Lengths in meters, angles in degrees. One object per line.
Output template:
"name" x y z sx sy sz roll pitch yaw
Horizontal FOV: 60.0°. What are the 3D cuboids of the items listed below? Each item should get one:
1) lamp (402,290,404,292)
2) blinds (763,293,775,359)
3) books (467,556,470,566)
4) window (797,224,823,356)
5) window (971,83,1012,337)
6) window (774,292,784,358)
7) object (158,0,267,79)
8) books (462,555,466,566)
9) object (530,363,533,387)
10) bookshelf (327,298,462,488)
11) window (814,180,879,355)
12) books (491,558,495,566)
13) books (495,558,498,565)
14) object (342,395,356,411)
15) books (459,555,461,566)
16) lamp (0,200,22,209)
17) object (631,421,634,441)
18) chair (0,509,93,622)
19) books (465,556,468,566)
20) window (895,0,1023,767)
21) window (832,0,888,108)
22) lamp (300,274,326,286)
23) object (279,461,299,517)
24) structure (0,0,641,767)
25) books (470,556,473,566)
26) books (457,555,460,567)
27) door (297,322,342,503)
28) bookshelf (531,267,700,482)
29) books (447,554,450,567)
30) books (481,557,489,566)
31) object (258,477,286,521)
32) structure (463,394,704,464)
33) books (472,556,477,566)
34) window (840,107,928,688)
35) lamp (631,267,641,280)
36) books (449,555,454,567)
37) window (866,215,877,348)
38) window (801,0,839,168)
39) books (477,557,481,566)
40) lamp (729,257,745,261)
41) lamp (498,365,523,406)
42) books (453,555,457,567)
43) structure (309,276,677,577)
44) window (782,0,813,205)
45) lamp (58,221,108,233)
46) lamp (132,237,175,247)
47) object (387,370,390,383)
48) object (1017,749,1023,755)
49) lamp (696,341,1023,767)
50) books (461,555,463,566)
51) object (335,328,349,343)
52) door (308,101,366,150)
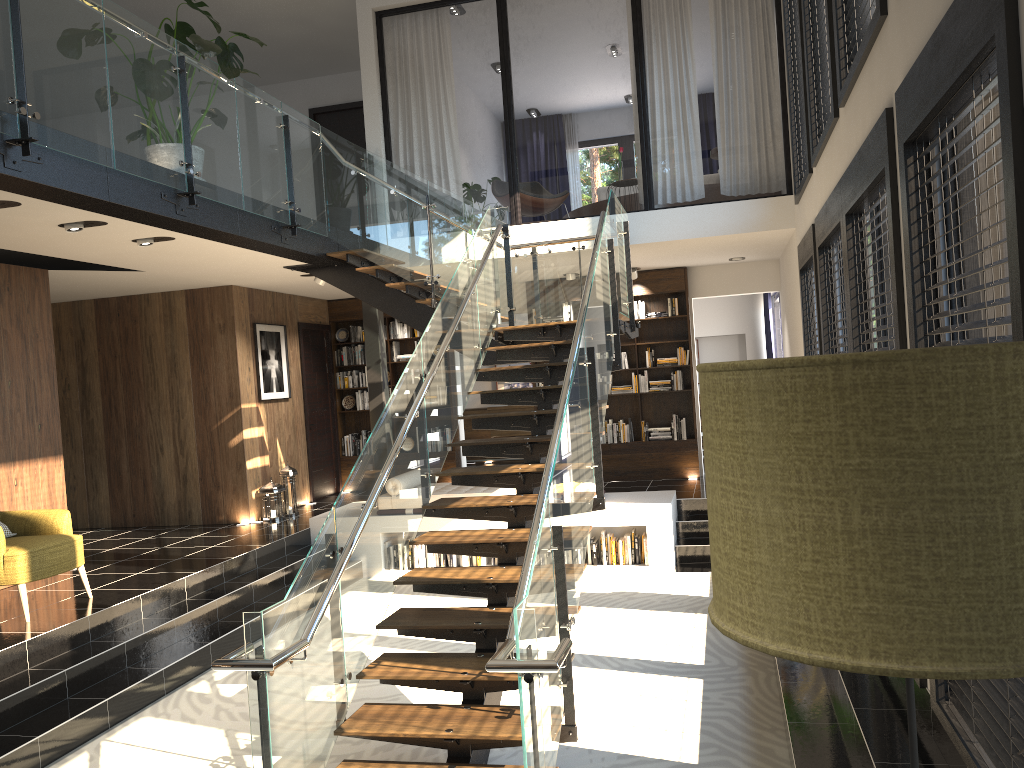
"lamp" -1.585 -1.280 11.833 0.346 0.177 0.195 -4 1 13
"blinds" 3.999 -0.252 13.732 0.161 2.771 1.079 -4 1 12
"books" -0.433 1.732 9.200 0.020 0.305 0.172 -4 1 13
"window" 2.731 -0.030 7.491 0.358 2.476 1.392 -4 1 13
"window" 1.692 0.073 2.823 0.005 2.298 1.220 -4 1 13
"window" 3.970 -0.154 12.817 0.184 2.476 2.980 -4 1 13
"object" -2.606 -2.220 6.927 1.464 1.554 1.260 -4 1 2
"books" -0.481 1.765 9.200 0.027 0.246 0.193 -4 1 13
"object" 0.427 -0.066 15.423 0.272 0.860 0.270 -3 1 28
"bookshelf" -1.622 0.121 12.306 1.704 2.683 0.273 -4 1 13
"window" 2.352 0.005 5.901 0.358 2.476 1.498 -4 1 13
"books" -0.187 1.726 9.169 0.030 0.284 0.176 -4 1 13
"books" -0.145 1.739 9.177 0.045 0.252 0.142 -4 1 13
"object" -2.292 0.265 12.461 0.212 0.222 0.082 -4 1 13
"books" -0.524 1.736 9.242 0.023 0.308 0.126 -4 1 13
"lamp" -3.130 -1.090 5.345 0.346 0.247 0.195 -4 1 13
"object" 1.572 0.619 11.575 0.020 0.262 0.047 -4 1 13
"chair" -3.739 1.105 6.471 1.031 1.098 0.807 -4 1 12
"books" -0.454 1.733 9.210 0.026 0.305 0.187 -4 1 13
"window" 1.625 0.078 2.847 0.358 2.476 1.392 -4 1 13
"window" 1.796 -2.807 4.328 0.358 2.476 1.392 -4 1 13
"lamp" -2.121 -1.184 9.571 0.346 0.263 0.195 -4 1 13
"object" -2.613 1.225 10.411 0.182 0.643 0.182 -4 1 13
"structure" -1.091 -0.008 5.801 3.448 4.869 7.276 -4 1 13
"books" -0.410 1.736 9.199 0.023 0.293 0.157 -4 1 13
"books" -0.548 1.757 9.249 0.029 0.271 0.128 -4 1 13
"door" -2.601 0.366 11.913 0.104 2.348 0.930 -4 1 13
"bookshelf" 1.314 -0.075 11.600 2.090 2.683 0.273 -4 1 13
"books" -0.643 1.782 9.265 0.050 0.234 0.149 -4 1 13
"books" -0.281 1.745 9.158 0.050 0.258 0.215 -4 1 13
"object" -2.758 1.316 10.212 0.262 0.483 0.262 -4 1 13
"structure" 1.059 0.788 15.259 6.277 0.982 0.885 -4 1 13
"books" -0.377 1.755 9.207 0.034 0.252 0.151 -4 1 13
"window" 2.005 0.040 4.447 0.358 2.476 1.498 -4 1 13
"lamp" 1.508 -1.437 11.102 0.195 0.277 0.346 -4 1 13
"books" -0.610 1.747 9.232 0.033 0.299 0.195 -4 1 13
"window" 2.419 0.001 5.876 0.005 2.298 1.312 -4 1 13
"window" 2.165 -2.844 5.880 0.358 2.476 1.392 -4 1 13
"books" -0.320 1.761 9.159 0.028 0.233 0.205 -4 1 13
"lamp" 2.738 -1.579 10.804 0.195 0.158 0.346 -4 1 13
"lamp" -0.013 0.028 15.421 0.470 0.726 0.470 -4 1 6
"books" -0.579 1.748 9.238 0.025 0.293 0.205 -4 1 13
"structure" -0.254 0.314 9.508 3.782 3.245 1.148 -4 1 13
"window" 2.535 -2.881 7.431 0.358 2.476 1.392 -4 1 13
"lamp" -2.953 -1.143 6.097 0.346 0.177 0.195 -4 1 13
"lamp" -2.774 -1.161 6.852 0.346 0.177 0.195 -4 1 13
"object" -1.772 -0.087 12.324 0.212 0.222 0.082 -4 1 13
"object" 0.816 0.515 1.050 0.607 0.745 0.406 -4 1 -27
"lamp" 0.538 0.678 1.092 0.437 1.445 0.637 -3 1 39
"books" -0.502 1.746 9.228 0.025 0.287 0.169 -4 1 13
"object" -2.376 -0.678 12.420 0.212 0.222 0.082 -4 1 13
"door" -2.282 -2.679 12.266 0.931 2.348 0.104 -4 1 13
